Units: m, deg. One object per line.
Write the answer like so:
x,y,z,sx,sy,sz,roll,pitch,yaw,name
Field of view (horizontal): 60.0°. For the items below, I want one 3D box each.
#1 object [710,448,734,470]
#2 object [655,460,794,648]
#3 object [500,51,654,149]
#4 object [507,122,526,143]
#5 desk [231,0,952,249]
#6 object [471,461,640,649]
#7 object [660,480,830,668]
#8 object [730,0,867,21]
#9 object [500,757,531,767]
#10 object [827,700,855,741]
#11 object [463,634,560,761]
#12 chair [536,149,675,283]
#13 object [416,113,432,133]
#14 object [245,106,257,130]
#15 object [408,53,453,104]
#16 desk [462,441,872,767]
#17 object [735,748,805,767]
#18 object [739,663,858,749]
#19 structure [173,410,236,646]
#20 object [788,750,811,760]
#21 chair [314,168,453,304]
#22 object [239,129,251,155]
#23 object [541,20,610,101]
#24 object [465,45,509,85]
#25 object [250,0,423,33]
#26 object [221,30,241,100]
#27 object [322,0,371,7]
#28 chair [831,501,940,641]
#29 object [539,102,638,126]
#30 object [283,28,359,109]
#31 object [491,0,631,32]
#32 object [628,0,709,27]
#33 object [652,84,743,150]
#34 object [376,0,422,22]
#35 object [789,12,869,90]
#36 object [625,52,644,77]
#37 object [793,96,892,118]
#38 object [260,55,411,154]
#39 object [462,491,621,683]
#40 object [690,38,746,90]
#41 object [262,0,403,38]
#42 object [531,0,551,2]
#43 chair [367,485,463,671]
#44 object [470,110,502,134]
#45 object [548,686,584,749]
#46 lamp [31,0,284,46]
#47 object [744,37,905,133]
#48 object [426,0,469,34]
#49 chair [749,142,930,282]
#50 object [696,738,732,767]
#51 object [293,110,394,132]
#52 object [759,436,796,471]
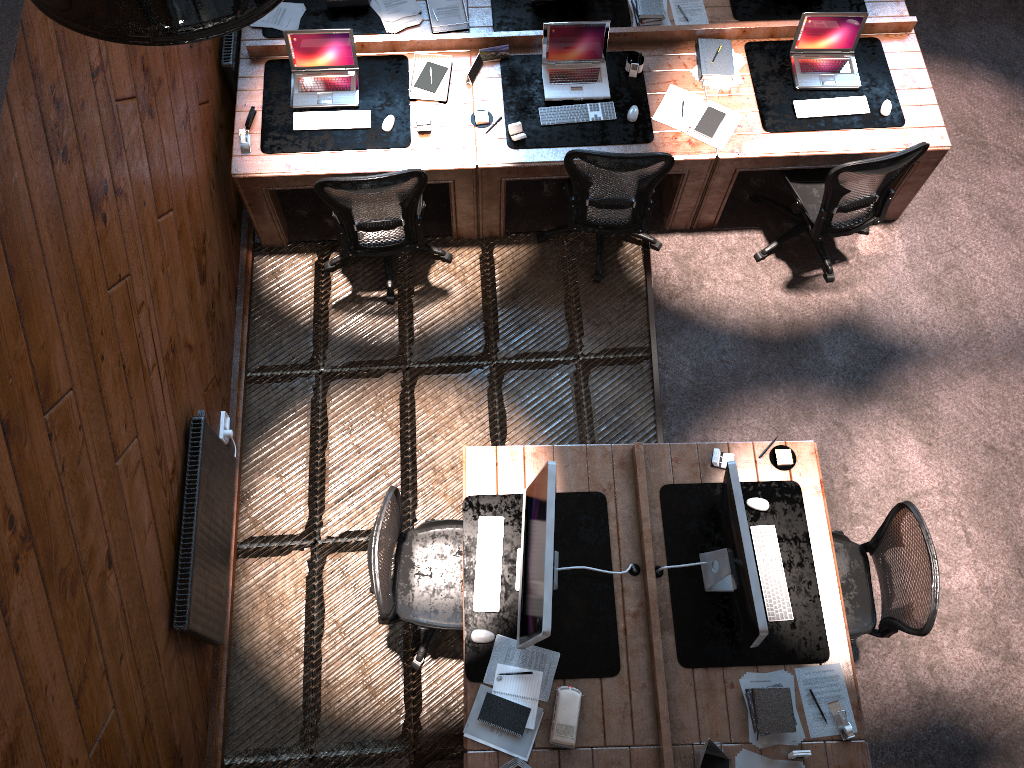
1.021,0.363,4.292,0.106,0.063,0.082,13,67,4,object
0.956,0.758,3.851,0.610,0.573,0.714,-4,67,-3,object
0.372,-1.672,5.193,0.848,0.008,0.687,-3,67,-3,object
0.030,-1.429,5.040,0.082,0.063,0.106,-19,68,-10,object
0.425,-1.925,5.668,4.117,0.840,1.748,-3,67,-3,desk
0.088,0.739,3.841,0.811,0.578,0.663,-35,72,-15,object
1.064,0.863,4.106,0.687,0.008,0.848,-1,67,-2,object
1.768,-2.574,5.621,0.848,0.008,0.687,-3,67,-3,object
0.077,1.700,3.508,0.304,0.380,0.417,-28,70,-13,object
1.428,1.450,3.829,0.054,0.064,0.159,-14,68,-7,object
0.005,1.349,3.854,0.304,0.017,0.467,18,67,6,object
0.540,-1.208,5.225,0.770,1.085,0.792,-13,67,-7,chair
-0.504,-1.485,5.059,0.082,0.063,0.106,-5,67,-4,object
-1.491,-1.520,5.060,0.022,0.042,0.134,11,67,3,object
-0.478,-1.794,5.198,0.229,0.060,0.316,5,66,1,object
0.677,2.308,3.830,1.748,0.840,4.117,-1,66,-2,desk
1.090,1.697,3.746,0.315,0.002,0.246,11,67,3,object
1.248,1.387,3.832,0.478,0.098,0.319,-4,67,-3,object
-1.494,0.717,4.372,0.073,0.628,1.064,-3,67,-3,structure
1.214,1.570,3.753,0.076,0.102,0.034,-2,67,-2,object
-0.808,-1.062,5.127,0.770,1.085,0.792,-23,69,-11,chair
-1.507,-1.372,4.985,0.054,0.064,0.159,-9,67,-5,object
0.374,-1.848,5.083,0.380,0.288,0.320,-3,67,-3,object
-0.168,-1.913,5.242,0.347,0.083,0.129,-42,74,-17,object
-1.072,-2.249,5.397,1.058,0.002,0.356,-4,67,-3,object
-1.699,-2.211,5.643,0.073,0.628,1.064,-3,67,-3,object
-1.011,-2.449,5.419,0.322,0.116,0.290,-5,67,-4,object
1.556,0.998,4.289,0.792,1.085,0.770,-13,67,-7,chair
0.445,-1.569,5.131,0.577,0.040,0.139,-4,67,-3,object
-1.086,-1.792,5.052,0.390,0.283,0.323,-3,67,-3,object
0.287,-2.457,5.533,0.848,0.008,0.687,-3,67,-3,object
0.967,-2.307,5.434,0.478,0.098,0.319,-4,67,-3,object
1.075,-1.561,5.154,0.467,0.017,0.304,28,69,10,object
-0.713,-2.355,5.446,0.246,0.002,0.315,-21,69,-10,object
1.873,-1.947,5.194,0.390,0.283,0.323,-1,66,-2,object
0.722,-1.879,5.228,0.099,0.138,0.078,8,67,2,object
1.937,-1.625,5.193,0.577,0.040,0.139,-3,67,-3,object
-1.018,-1.629,5.139,0.848,0.008,0.687,-3,67,-3,object
0.123,0.911,4.062,0.687,0.008,0.848,-1,67,-2,object
1.238,-1.911,5.286,0.325,0.065,0.363,11,67,3,object
-1.103,-2.414,5.479,0.848,0.008,0.687,-3,67,-3,object
0.299,-2.538,5.412,0.390,0.283,0.323,-7,67,-5,object
-0.349,0.885,4.291,0.792,1.085,0.770,-13,67,-7,chair
-0.164,-1.531,5.107,0.154,0.026,0.158,36,70,13,object
0.233,1.420,3.797,0.128,0.146,0.253,10,67,3,object
-0.495,-1.159,0.271,0.445,2.372,0.445,9,67,2,lamp
1.854,-1.789,5.281,0.848,0.008,0.687,-3,67,-3,object
-0.397,-2.283,5.413,0.229,0.060,0.316,-9,67,-5,object
1.877,-1.191,5.251,0.770,1.085,0.792,-32,71,-14,chair
0.851,1.556,3.628,0.165,0.320,0.178,5,66,1,object
-0.961,-1.509,5.070,0.577,0.040,0.139,0,66,-1,object
1.314,0.350,4.324,0.154,0.026,0.158,41,72,15,object
